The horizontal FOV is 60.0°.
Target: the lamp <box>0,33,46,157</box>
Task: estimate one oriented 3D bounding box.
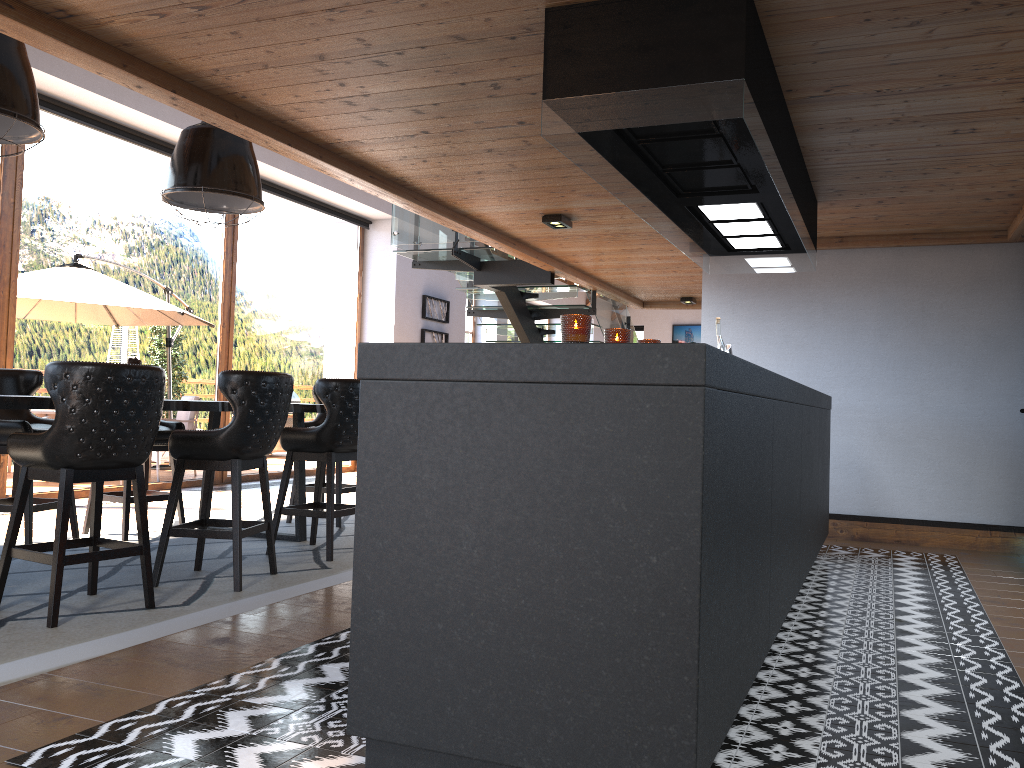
[{"bbox_3d":[-2.418,-3.390,4.150,0.627,4.687,0.616,3,-3,-23],"label":"lamp"}]

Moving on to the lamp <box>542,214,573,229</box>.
[{"bbox_3d":[0.341,-1.221,6.641,0.154,0.068,0.263,1,-2,23],"label":"lamp"}]

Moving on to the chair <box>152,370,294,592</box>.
[{"bbox_3d":[-1.439,0.479,4.560,0.567,1.092,0.505,2,-2,6],"label":"chair"}]

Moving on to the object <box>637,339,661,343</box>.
[{"bbox_3d":[0.447,-0.103,2.902,0.080,0.081,0.078,3,-2,-23],"label":"object"}]

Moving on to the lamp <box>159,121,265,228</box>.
[{"bbox_3d":[-1.795,-3.330,5.627,0.627,4.687,0.616,3,-3,-23],"label":"lamp"}]

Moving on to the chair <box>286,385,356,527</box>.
[{"bbox_3d":[-1.390,0.545,6.938,0.500,1.092,0.572,1,-2,21],"label":"chair"}]

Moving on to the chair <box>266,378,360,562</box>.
[{"bbox_3d":[-1.108,0.514,5.472,0.564,1.092,0.508,1,-2,21],"label":"chair"}]

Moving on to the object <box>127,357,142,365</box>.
[{"bbox_3d":[-2.249,-0.034,5.094,0.222,0.254,0.115,2,-2,-15],"label":"object"}]

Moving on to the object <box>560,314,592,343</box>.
[{"bbox_3d":[0.160,-0.131,2.222,0.080,0.081,0.078,3,-2,-23],"label":"object"}]

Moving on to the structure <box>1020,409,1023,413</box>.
[{"bbox_3d":[3.749,-0.158,6.225,0.253,0.946,0.602,1,-2,23],"label":"structure"}]

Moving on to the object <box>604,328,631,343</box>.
[{"bbox_3d":[0.304,-0.117,2.562,0.080,0.081,0.078,3,-2,-23],"label":"object"}]

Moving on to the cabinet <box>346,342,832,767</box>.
[{"bbox_3d":[0.937,0.543,4.300,0.881,1.104,4.838,1,-2,23],"label":"cabinet"}]

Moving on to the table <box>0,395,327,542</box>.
[{"bbox_3d":[-2.150,0.562,5.074,1.417,0.950,3.826,1,-2,23],"label":"table"}]

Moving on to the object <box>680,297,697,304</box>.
[{"bbox_3d":[2.199,-1.043,11.042,0.154,0.068,0.263,1,-2,23],"label":"object"}]

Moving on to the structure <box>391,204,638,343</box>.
[{"bbox_3d":[-1.774,0.799,10.710,9.134,6.402,11.112,1,-2,23],"label":"structure"}]

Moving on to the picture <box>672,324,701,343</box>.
[{"bbox_3d":[4.275,-1.021,21.272,0.872,0.816,0.036,1,-3,22],"label":"picture"}]

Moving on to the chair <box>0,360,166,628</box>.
[{"bbox_3d":[-1.820,0.457,3.823,0.562,1.092,0.509,1,-3,31],"label":"chair"}]

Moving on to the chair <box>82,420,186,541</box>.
[{"bbox_3d":[-2.573,0.492,6.005,0.562,1.092,0.509,1,-3,31],"label":"chair"}]

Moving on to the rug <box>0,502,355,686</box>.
[{"bbox_3d":[-1.982,1.030,5.332,2.530,0.047,5.676,1,-2,23],"label":"rug"}]

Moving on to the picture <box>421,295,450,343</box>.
[{"bbox_3d":[-1.159,-0.638,13.345,0.059,1.313,0.780,1,-2,23],"label":"picture"}]

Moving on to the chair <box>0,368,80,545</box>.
[{"bbox_3d":[-2.953,0.451,5.269,0.567,1.092,0.505,2,-2,6],"label":"chair"}]

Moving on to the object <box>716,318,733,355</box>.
[{"bbox_3d":[1.310,-0.189,5.571,0.224,0.453,0.226,1,-2,22],"label":"object"}]

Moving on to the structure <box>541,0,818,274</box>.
[{"bbox_3d":[1.071,-1.053,4.536,0.705,0.476,3.276,1,-2,23],"label":"structure"}]
